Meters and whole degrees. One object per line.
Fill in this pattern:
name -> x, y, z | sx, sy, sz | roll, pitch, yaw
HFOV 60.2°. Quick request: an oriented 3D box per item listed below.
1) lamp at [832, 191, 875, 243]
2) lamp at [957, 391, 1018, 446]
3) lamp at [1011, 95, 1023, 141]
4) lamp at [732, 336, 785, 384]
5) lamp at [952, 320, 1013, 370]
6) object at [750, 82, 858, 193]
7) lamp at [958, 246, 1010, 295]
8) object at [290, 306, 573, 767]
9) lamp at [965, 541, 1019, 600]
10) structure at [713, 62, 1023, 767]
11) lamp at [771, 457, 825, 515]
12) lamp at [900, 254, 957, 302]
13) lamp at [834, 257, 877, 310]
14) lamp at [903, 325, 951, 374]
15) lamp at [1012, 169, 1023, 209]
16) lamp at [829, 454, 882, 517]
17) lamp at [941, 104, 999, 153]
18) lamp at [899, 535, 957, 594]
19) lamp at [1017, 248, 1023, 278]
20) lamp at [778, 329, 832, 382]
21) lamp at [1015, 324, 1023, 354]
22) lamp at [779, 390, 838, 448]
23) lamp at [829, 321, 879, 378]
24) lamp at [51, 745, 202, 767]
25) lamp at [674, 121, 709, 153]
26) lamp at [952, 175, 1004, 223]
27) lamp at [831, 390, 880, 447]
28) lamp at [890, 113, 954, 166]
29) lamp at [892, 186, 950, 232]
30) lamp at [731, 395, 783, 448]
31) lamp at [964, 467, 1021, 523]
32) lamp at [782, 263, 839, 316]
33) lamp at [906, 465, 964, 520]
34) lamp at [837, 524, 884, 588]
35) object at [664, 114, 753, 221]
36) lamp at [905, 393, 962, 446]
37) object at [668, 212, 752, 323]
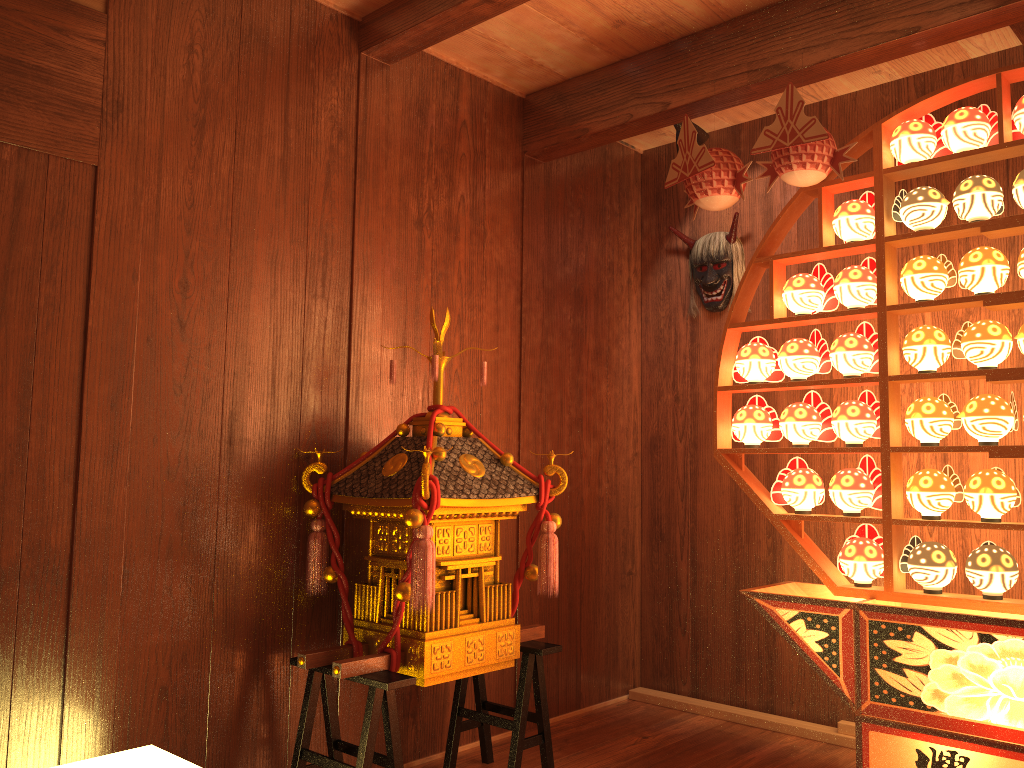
lamp -> 1.122, -0.553, 2.912 | 0.162, 0.200, 0.194 | 4, -7, -32
lamp -> 1.391, 0.103, 2.604 | 0.154, 0.161, 0.142 | -1, -6, 17
lamp -> 1.531, -0.805, 2.566 | 0.194, 0.200, 0.162 | -3, -7, 32
lamp -> 0.854, -0.088, 3.105 | 0.185, 0.187, 0.161 | -2, -6, 22
lamp -> 1.408, -0.118, 2.610 | 0.142, 0.161, 0.154 | 2, -6, -17
object -> 0.919, -0.766, 2.787 | 0.336, 0.306, 0.223 | -4, -8, 42
lamp -> 1.404, -0.337, 2.631 | 0.136, 0.161, 0.161 | -2, -6, 23
object -> -0.241, 0.511, 2.733 | 0.586, 1.514, 0.837 | -4, -8, 42
lamp -> 1.385, 0.539, 2.550 | 0.136, 0.161, 0.161 | -2, -6, 23
structure -> 1.450, 0.165, 2.536 | 1.893, 2.195, 0.507 | -4, -8, 42
lamp -> 0.974, 0.338, 2.955 | 0.185, 0.194, 0.157 | 1, -6, 2
lamp -> 1.275, -0.330, 2.751 | 0.160, 0.167, 0.136 | 2, -6, -17
lamp -> 1.118, -0.332, 2.890 | 0.162, 0.195, 0.183 | 4, -7, -32
lamp -> 1.275, -0.112, 2.718 | 0.136, 0.167, 0.161 | -2, -6, 23
lamp -> 1.518, -0.568, 2.560 | 0.158, 0.167, 0.138 | 1, -6, -7
lamp -> 1.085, 0.325, 2.845 | 0.161, 0.200, 0.195 | 3, -6, -22
lamp -> 1.380, -0.782, 2.708 | 0.160, 0.179, 0.166 | 2, -6, -17
lamp -> 1.270, 0.546, 2.660 | 0.142, 0.167, 0.154 | 2, -6, -17
lamp -> 1.523, -0.350, 2.524 | 0.136, 0.167, 0.161 | -2, -6, 23
lamp -> 0.967, -0.098, 3.006 | 0.160, 0.191, 0.177 | 2, -6, -17
lamp -> 1.512, -0.128, 2.524 | 0.156, 0.167, 0.140 | 0, -6, 7
lamp -> 0.966, 0.116, 2.978 | 0.162, 0.200, 0.193 | 5, -7, -37
lamp -> 1.101, -0.114, 2.881 | 0.162, 0.200, 0.194 | 4, -7, -32
lamp -> -0.895, 1.033, 1.984 | 0.270, 0.315, 0.290 | -4, -8, 42
lamp -> 0.696, -0.986, 3.451 | 0.131, 0.176, 0.180 | -2, -6, 28
lamp -> 1.400, -0.556, 2.658 | 0.135, 0.161, 0.162 | -3, -7, 33
lamp -> 1.099, 0.109, 2.858 | 0.162, 0.192, 0.177 | 4, -7, -32
lamp -> 1.268, -0.784, 2.804 | 0.162, 0.200, 0.193 | 5, -7, -37
lamp -> 1.296, -0.549, 2.769 | 0.144, 0.167, 0.152 | 4, -7, -32
lamp -> 0.839, 0.128, 3.094 | 0.184, 0.195, 0.161 | -2, -6, 27
lamp -> 1.387, 0.321, 2.570 | 0.134, 0.161, 0.162 | -4, -8, 42
lamp -> 0.986, -0.323, 3.015 | 0.161, 0.200, 0.195 | 3, -6, -22
lamp -> 1.265, 0.328, 2.686 | 0.160, 0.167, 0.136 | 2, -6, -17
lamp -> 1.109, 0.543, 2.804 | 0.188, 0.197, 0.162 | -3, -7, 32
object -> 0.681, -0.739, 2.992 | 0.244, 0.311, 0.356 | 3, -6, -21
lamp -> 1.270, 0.108, 2.703 | 0.161, 0.167, 0.135 | 4, -6, -27
object -> 0.871, -0.489, 3.869 | 0.351, 0.453, 0.142 | -4, -8, 42
